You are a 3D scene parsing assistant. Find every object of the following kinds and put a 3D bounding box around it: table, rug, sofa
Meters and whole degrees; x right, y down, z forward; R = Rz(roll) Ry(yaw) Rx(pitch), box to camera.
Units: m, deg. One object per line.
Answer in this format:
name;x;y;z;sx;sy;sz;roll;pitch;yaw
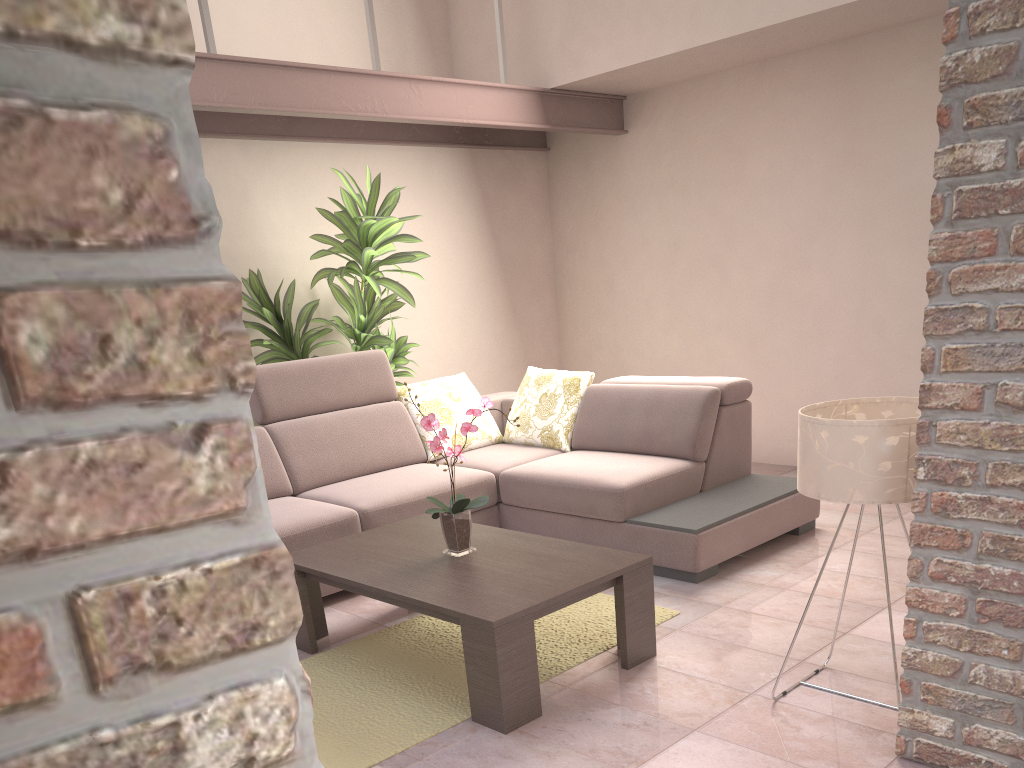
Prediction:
table;-0.191;0.775;3.184;0.683;0.375;1.156;-14;12;-43
rug;-0.398;0.994;3.046;2.022;0.010;0.830;-11;9;-41
sofa;-0.431;0.394;3.888;3.057;1.017;2.085;-12;11;-42

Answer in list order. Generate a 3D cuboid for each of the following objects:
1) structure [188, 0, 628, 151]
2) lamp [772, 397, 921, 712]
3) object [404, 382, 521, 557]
structure;-1.011;-0.651;2.836;6.974;3.466;3.639;-13;15;-41
lamp;0.979;0.491;2.486;0.374;0.913;0.394;-21;23;-41
object;-0.184;0.286;3.037;0.357;0.642;0.286;8;22;39
